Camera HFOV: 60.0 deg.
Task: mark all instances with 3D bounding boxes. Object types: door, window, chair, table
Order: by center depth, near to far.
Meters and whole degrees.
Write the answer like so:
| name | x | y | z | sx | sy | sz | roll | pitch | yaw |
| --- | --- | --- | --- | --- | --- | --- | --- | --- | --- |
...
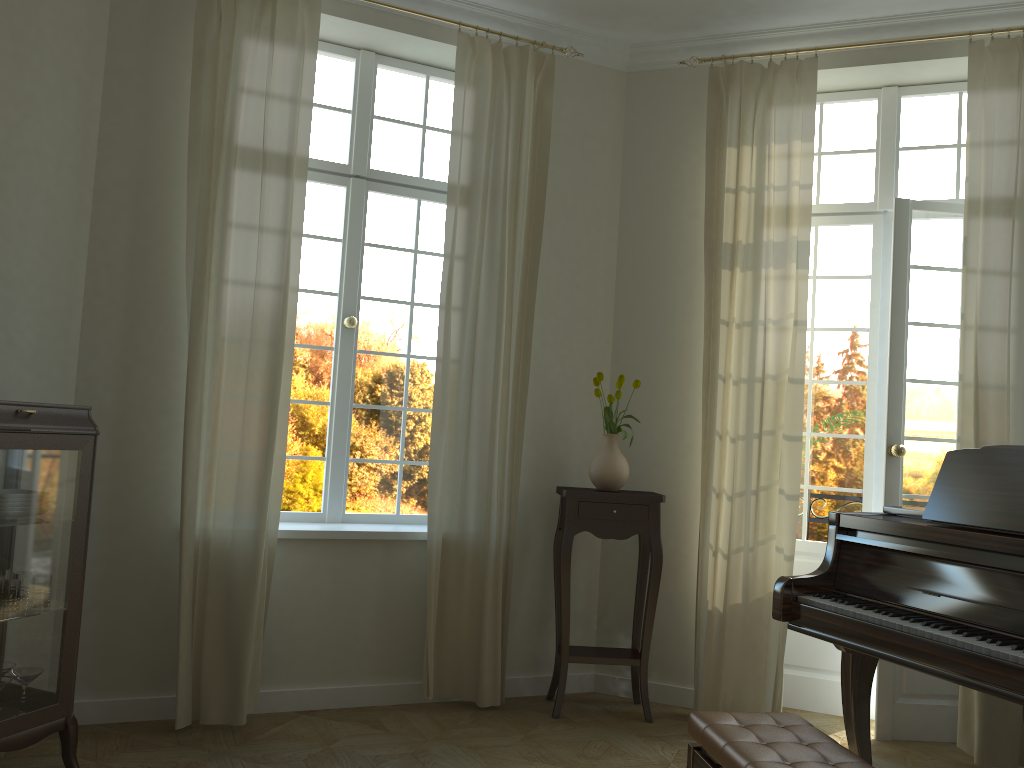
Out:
| name | x | y | z | sx | sy | sz | roll | pitch | yaw |
| --- | --- | --- | --- | --- | --- | --- | --- | --- | --- |
| chair | 0.745 | 1.280 | 2.468 | 0.385 | 0.563 | 0.638 | 4 | -3 | -8 |
| door | 1.875 | 0.407 | 4.559 | 1.385 | 2.690 | 0.425 | 2 | -4 | 22 |
| table | 0.471 | 1.108 | 4.560 | 0.522 | 1.114 | 0.344 | 4 | -3 | -3 |
| window | -0.854 | -0.534 | 4.707 | 1.400 | 2.550 | 0.181 | 5 | -4 | -23 |
| window | 2.047 | -1.277 | 4.833 | 1.380 | 0.680 | 0.055 | 2 | -4 | 22 |

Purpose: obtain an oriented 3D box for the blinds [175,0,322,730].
| name | x | y | z | sx | sy | sz | roll | pitch | yaw |
| --- | --- | --- | --- | --- | --- | --- | --- | --- | --- |
| blinds | -1.254 | -0.188 | 3.990 | 0.554 | 3.385 | 0.162 | 5 | -4 | -18 |

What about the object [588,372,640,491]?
| name | x | y | z | sx | sy | sz | roll | pitch | yaw |
| --- | --- | --- | --- | --- | --- | --- | --- | --- | --- |
| object | 0.521 | 0.250 | 4.609 | 0.264 | 0.609 | 0.242 | 7 | -5 | -44 |

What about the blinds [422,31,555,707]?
| name | x | y | z | sx | sy | sz | roll | pitch | yaw |
| --- | --- | --- | --- | --- | --- | --- | --- | --- | --- |
| blinds | -0.135 | -0.086 | 4.525 | 0.552 | 3.381 | 0.159 | 5 | -4 | -20 |

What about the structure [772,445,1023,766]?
| name | x | y | z | sx | sy | sz | roll | pitch | yaw |
| --- | --- | --- | --- | --- | --- | --- | --- | --- | --- |
| structure | 2.103 | 0.952 | 2.948 | 1.856 | 1.439 | 1.514 | 5 | -4 | -23 |

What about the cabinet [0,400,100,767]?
| name | x | y | z | sx | sy | sz | roll | pitch | yaw |
| --- | --- | --- | --- | --- | --- | --- | --- | --- | --- |
| cabinet | -1.925 | 0.745 | 3.122 | 0.542 | 1.386 | 0.733 | 2 | -4 | 22 |

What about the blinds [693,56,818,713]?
| name | x | y | z | sx | sy | sz | roll | pitch | yaw |
| --- | --- | --- | --- | --- | --- | --- | --- | --- | --- |
| blinds | 1.214 | 0.002 | 4.557 | 0.552 | 3.386 | 0.159 | 2 | -4 | 19 |

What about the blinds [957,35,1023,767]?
| name | x | y | z | sx | sy | sz | roll | pitch | yaw |
| --- | --- | --- | --- | --- | --- | --- | --- | --- | --- |
| blinds | 2.350 | 0.037 | 4.051 | 0.554 | 3.386 | 0.162 | 2 | -4 | 17 |
